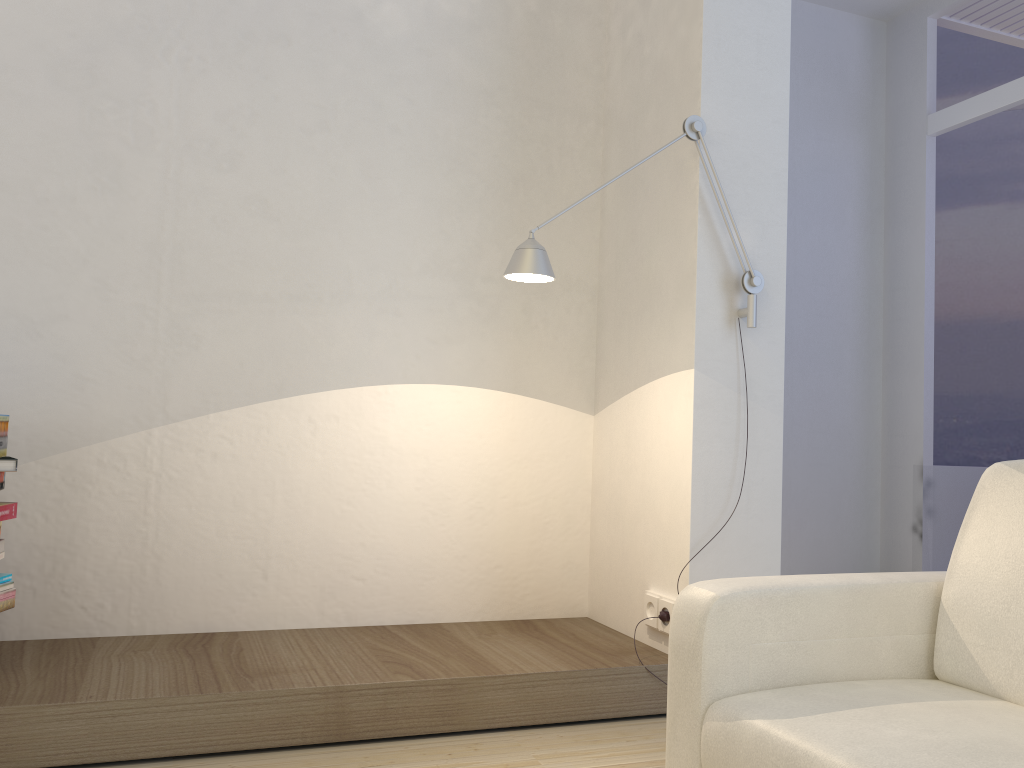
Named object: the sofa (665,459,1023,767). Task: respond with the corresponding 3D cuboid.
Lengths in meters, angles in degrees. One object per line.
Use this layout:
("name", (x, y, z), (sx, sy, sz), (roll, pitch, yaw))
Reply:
("sofa", (1.129, 0.521, 0.987), (0.941, 0.862, 2.166), (3, -4, -21))

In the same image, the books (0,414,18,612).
("books", (-1.504, 0.426, 2.410), (0.270, 0.694, 0.329), (3, -4, -21))

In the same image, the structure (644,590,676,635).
("structure", (0.489, 0.752, 2.906), (0.028, 0.114, 0.206), (3, -4, -21))

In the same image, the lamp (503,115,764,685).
("lamp", (0.359, 0.062, 2.735), (0.891, 1.841, 0.204), (4, -4, -25))
